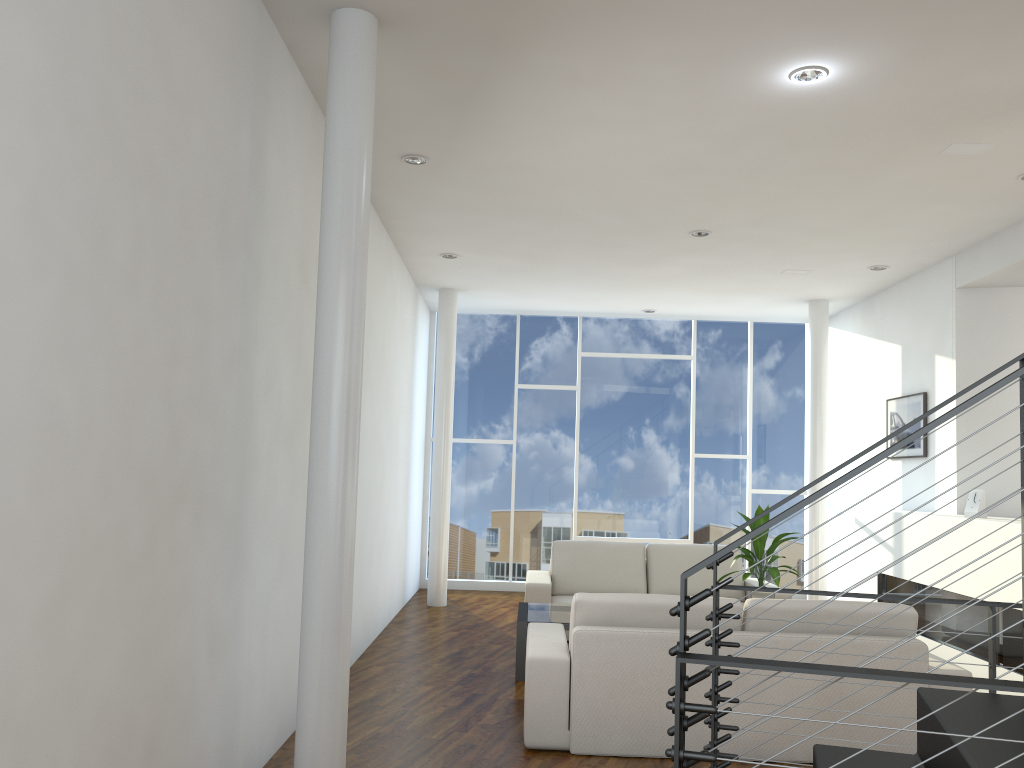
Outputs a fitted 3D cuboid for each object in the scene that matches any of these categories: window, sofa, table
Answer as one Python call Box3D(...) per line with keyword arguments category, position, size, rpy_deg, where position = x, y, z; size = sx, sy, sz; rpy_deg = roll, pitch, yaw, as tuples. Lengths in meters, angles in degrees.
Box3D(category="window", position=(0.998, -0.961, 7.852), size=(3.415, 5.623, 0.090), rpy_deg=(2, -4, 0))
Box3D(category="sofa", position=(0.891, 1.324, 5.708), size=(1.610, 0.564, 0.804), rpy_deg=(2, -5, 2))
Box3D(category="sofa", position=(0.861, 1.105, 3.577), size=(1.610, 0.564, 0.804), rpy_deg=(2, -5, 1))
Box3D(category="table", position=(0.831, 1.355, 4.620), size=(1.608, 0.284, 0.663), rpy_deg=(2, -6, 2))

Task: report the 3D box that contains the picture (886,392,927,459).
Box3D(category="picture", position=(2.638, 0.288, 5.941), size=(0.020, 0.414, 0.576), rpy_deg=(2, -5, 0))

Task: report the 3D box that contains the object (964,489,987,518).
Box3D(category="object", position=(2.506, 0.646, 4.792), size=(0.061, 0.151, 0.100), rpy_deg=(3, -5, -13))

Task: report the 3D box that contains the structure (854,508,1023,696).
Box3D(category="structure", position=(2.703, 0.461, 4.662), size=(0.750, 2.201, 2.756), rpy_deg=(2, -5, 0))

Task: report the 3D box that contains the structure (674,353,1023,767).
Box3D(category="structure", position=(2.276, 0.738, 1.392), size=(4.361, 6.284, 1.096), rpy_deg=(0, -5, 17))

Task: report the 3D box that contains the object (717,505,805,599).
Box3D(category="object", position=(1.317, 0.924, 4.605), size=(0.432, 0.600, 0.458), rpy_deg=(3, -5, -14))
